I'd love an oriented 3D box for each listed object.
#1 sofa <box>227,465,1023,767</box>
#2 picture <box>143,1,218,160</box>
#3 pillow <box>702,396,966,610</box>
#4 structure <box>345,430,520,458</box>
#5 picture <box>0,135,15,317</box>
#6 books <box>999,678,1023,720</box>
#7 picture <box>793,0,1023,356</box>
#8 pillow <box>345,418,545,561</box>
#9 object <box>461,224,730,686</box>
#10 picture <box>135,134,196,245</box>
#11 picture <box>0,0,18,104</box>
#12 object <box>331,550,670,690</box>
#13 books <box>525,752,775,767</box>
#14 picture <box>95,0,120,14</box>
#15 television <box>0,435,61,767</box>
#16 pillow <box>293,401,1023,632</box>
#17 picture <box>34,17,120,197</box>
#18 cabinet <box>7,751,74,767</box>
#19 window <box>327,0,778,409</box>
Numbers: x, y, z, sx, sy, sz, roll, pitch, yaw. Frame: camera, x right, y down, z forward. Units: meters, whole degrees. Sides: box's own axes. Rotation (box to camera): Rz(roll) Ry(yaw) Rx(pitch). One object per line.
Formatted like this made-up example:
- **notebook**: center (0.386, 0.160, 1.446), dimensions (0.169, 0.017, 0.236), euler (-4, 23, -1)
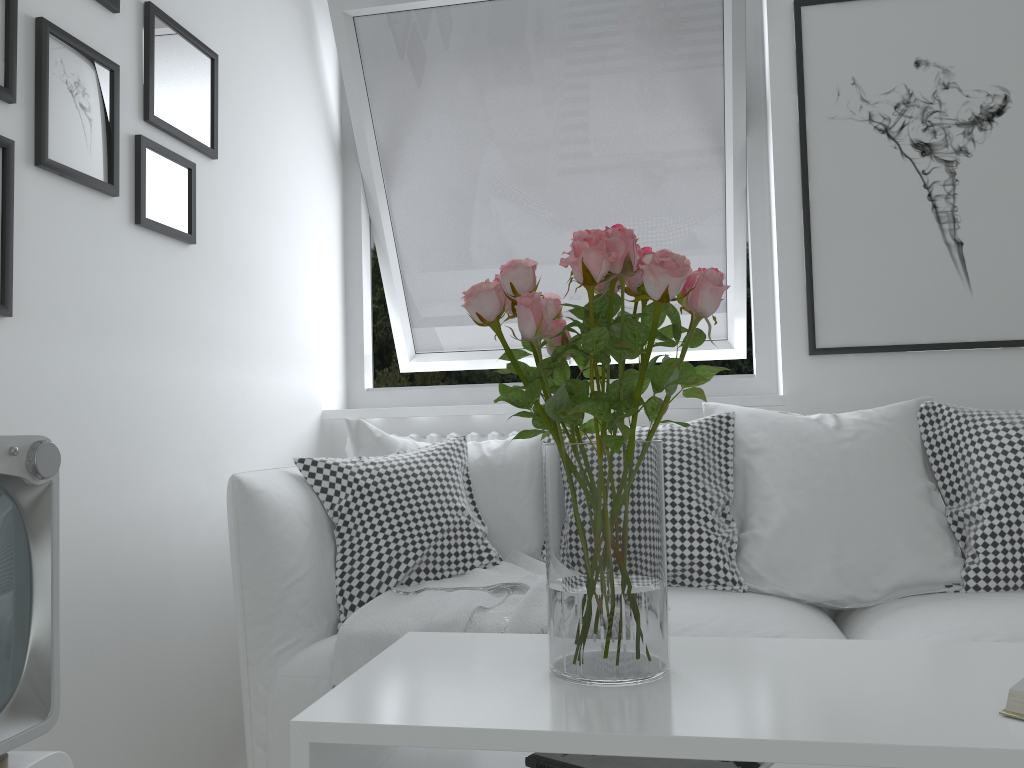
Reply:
- **sofa**: center (0.746, 0.541, 1.991), dimensions (2.647, 0.768, 0.917), euler (-2, -3, 11)
- **picture**: center (-0.771, -0.701, 2.084), dimensions (0.019, 0.266, 0.290), euler (-2, -3, 11)
- **pillow**: center (0.779, 0.284, 2.179), dimensions (0.599, 0.505, 0.391), euler (-2, -3, 11)
- **structure**: center (0.307, 0.462, 2.660), dimensions (1.655, 0.660, 0.206), euler (-2, -3, 11)
- **picture**: center (-0.886, -0.272, 1.412), dimensions (0.019, 0.306, 0.232), euler (-2, -3, 11)
- **books**: center (0.740, 0.340, 0.985), dimensions (0.342, 0.040, 0.231), euler (1, -4, -37)
- **picture**: center (1.216, -0.632, 2.577), dimensions (0.720, 1.072, 0.015), euler (-2, -3, 11)
- **pillow**: center (-0.146, 0.330, 2.383), dimensions (0.617, 0.491, 0.321), euler (-1, -3, -15)
- **object**: center (0.125, 0.086, 1.183), dimensions (0.350, 0.599, 0.327), euler (-3, -3, 31)
- **picture**: center (-0.778, -0.433, 2.002), dimensions (0.017, 0.194, 0.218), euler (-2, -3, 11)
- **picture**: center (-0.890, -0.594, 1.455), dimensions (0.018, 0.202, 0.196), euler (-2, -3, 11)
- **object**: center (0.040, 0.548, 2.015), dimensions (0.670, 0.291, 0.831), euler (-2, -3, 10)
- **books**: center (0.182, 0.486, 1.149), dimensions (0.257, 0.012, 0.207), euler (-4, -4, 39)
- **picture**: center (-0.849, -0.895, 1.715), dimensions (0.021, 0.236, 0.275), euler (-2, -3, 11)
- **television**: center (-0.701, 0.243, 0.885), dimensions (0.273, 0.374, 0.414), euler (-2, -3, 11)
- **pillow**: center (0.746, 0.280, 2.043), dimensions (2.488, 0.513, 0.676), euler (-2, -3, 13)
- **picture**: center (-0.837, -0.526, 1.718), dimensions (0.018, 0.274, 0.225), euler (-2, -3, 11)
- **cabinet**: center (-0.726, 0.668, 0.865), dimensions (0.350, 0.477, 0.467), euler (-2, -3, 5)
- **window**: center (-1.880, -0.361, 5.339), dimensions (12.055, 8.137, 4.514), euler (-2, -3, 11)
